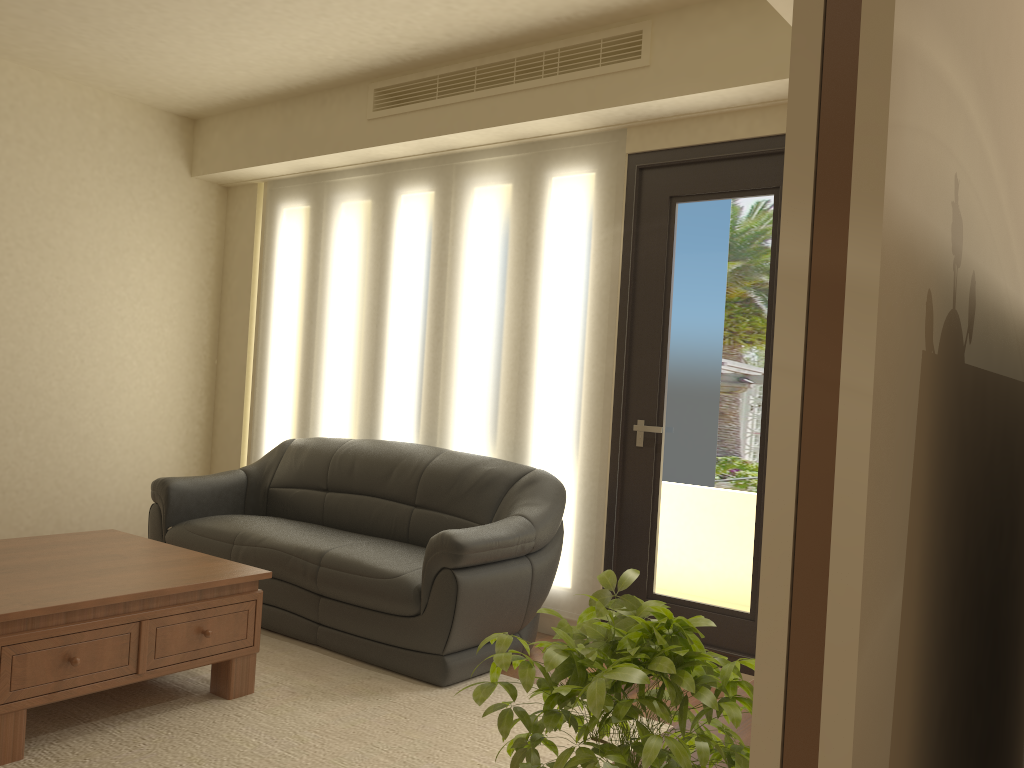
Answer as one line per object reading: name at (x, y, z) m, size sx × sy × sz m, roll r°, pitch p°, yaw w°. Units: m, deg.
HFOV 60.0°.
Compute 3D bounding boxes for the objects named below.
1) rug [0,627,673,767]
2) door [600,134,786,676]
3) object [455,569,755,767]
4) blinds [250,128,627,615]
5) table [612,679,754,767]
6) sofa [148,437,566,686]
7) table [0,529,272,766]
rug at (-1.352, 1.195, 3.342) m, size 3.592 × 0.011 × 2.482 m, roll 3°, pitch -1°, yaw 37°
door at (0.936, 0.077, 4.153) m, size 1.011 × 2.420 × 0.118 m, roll 3°, pitch -1°, yaw 37°
object at (0.169, 0.792, 1.403) m, size 0.565 × 0.957 × 0.528 m, roll 4°, pitch 0°, yaw -11°
blinds at (-0.629, -0.119, 5.261) m, size 2.830 × 2.453 × 0.002 m, roll 3°, pitch -1°, yaw 37°
table at (0.647, 1.059, 1.995) m, size 0.538 × 0.493 × 1.009 m, roll 3°, pitch -1°, yaw 37°
sofa at (-0.876, 0.766, 4.669) m, size 2.337 × 0.918 × 0.944 m, roll 3°, pitch -1°, yaw 37°
table at (-1.737, 0.933, 3.425) m, size 1.213 × 0.482 × 1.045 m, roll 3°, pitch -1°, yaw 37°
